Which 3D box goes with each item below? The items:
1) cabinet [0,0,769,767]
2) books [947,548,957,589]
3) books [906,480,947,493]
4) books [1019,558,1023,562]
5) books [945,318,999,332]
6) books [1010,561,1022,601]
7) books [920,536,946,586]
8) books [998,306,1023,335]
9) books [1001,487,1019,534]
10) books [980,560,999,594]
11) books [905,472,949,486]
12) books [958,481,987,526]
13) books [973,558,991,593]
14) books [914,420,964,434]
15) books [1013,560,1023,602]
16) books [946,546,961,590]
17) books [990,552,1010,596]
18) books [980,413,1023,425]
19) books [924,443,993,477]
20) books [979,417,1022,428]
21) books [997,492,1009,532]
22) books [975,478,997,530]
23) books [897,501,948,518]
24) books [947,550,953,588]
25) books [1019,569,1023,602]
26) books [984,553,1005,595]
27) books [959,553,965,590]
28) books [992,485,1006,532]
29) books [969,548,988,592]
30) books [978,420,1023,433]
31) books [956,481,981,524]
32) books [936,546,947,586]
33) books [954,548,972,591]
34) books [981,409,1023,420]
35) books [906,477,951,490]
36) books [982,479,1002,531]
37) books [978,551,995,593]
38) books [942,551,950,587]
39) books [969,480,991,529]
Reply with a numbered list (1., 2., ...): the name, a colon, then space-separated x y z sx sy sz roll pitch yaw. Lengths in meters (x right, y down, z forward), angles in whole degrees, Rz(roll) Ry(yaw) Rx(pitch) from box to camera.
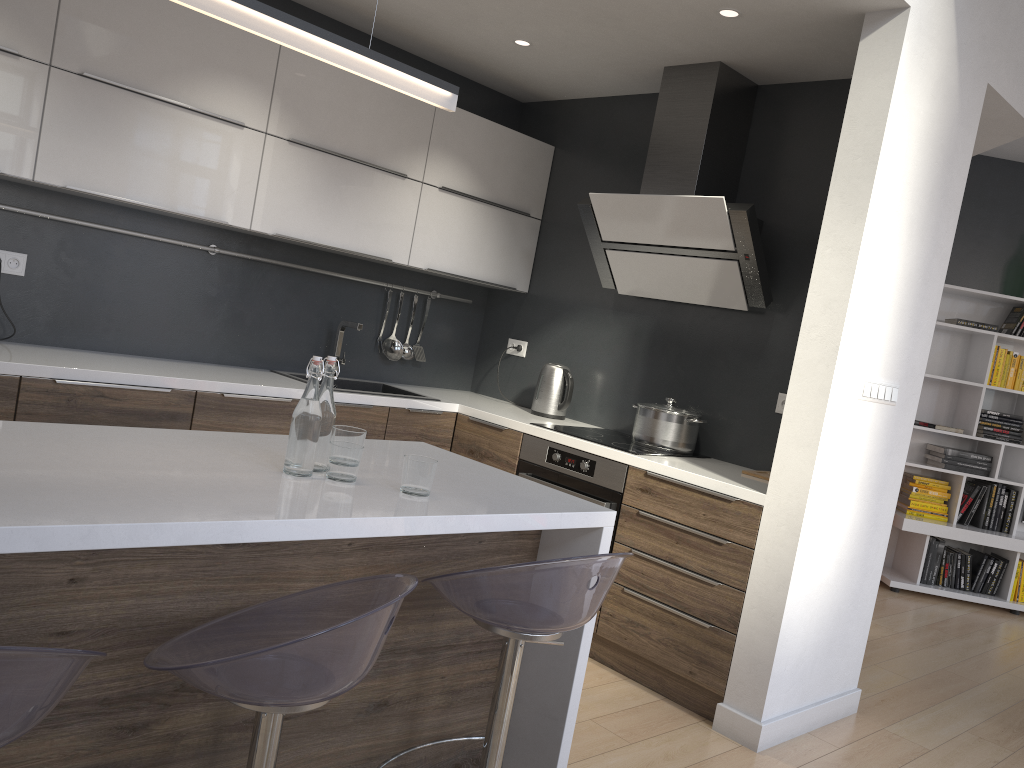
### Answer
1. cabinet: -1.003 -0.342 2.548 4.694 2.501 2.402 7 5 -45
2. books: 2.939 1.237 5.977 0.050 0.242 0.169 11 4 0
3. books: 2.840 0.701 6.081 0.238 0.023 0.167 12 4 16
4. books: 3.423 1.316 5.971 0.038 0.267 0.202 11 4 1
5. books: 3.083 -0.391 5.961 0.268 0.046 0.208 11 4 4
6. books: 3.320 1.295 5.946 0.029 0.270 0.204 11 4 0
7. books: 2.780 1.170 5.998 0.128 0.321 0.259 11 4 0
8. books: 3.375 -0.422 5.970 0.096 0.213 0.166 10 4 -1
9. books: 3.341 0.851 6.057 0.051 0.297 0.230 11 4 0
10. books: 3.182 1.280 5.987 0.071 0.243 0.179 10 4 -1
11. books: 2.848 0.652 6.098 0.234 0.024 0.171 11 4 4
12. books: 3.111 0.812 6.053 0.100 0.289 0.210 10 4 -1
13. books: 3.132 1.274 5.976 0.069 0.242 0.172 11 4 1
14. books: 2.893 0.291 6.017 0.209 0.030 0.266 10 4 -6
15. books: 3.358 1.301 5.966 0.048 0.271 0.213 11 4 0
16. books: 2.968 1.236 5.988 0.066 0.255 0.193 11 4 0
17. books: 3.254 1.285 5.999 0.066 0.260 0.197 11 4 0
18. books: 3.289 0.229 6.037 0.284 0.030 0.214 11 4 9
19. books: 3.043 0.518 6.061 0.343 0.137 0.277 11 4 0
20. books: 3.279 0.254 6.019 0.264 0.020 0.189 11 4 4
21. books: 3.300 0.855 6.057 0.028 0.272 0.200 11 4 0
22. books: 3.209 0.817 6.059 0.034 0.314 0.237 11 4 0
23. books: 2.805 0.858 6.074 0.269 0.025 0.213 11 4 3
24. books: 2.917 1.236 5.985 0.049 0.236 0.170 11 4 1
25. books: 3.393 1.313 5.972 0.066 0.258 0.198 11 4 0
26. books: 3.220 1.284 5.999 0.084 0.249 0.191 11 4 0
27. books: 2.997 1.248 5.980 0.066 0.242 0.177 11 4 0
28. books: 3.271 0.829 6.062 0.034 0.315 0.239 11 4 0
29. books: 3.112 1.259 6.003 0.066 0.260 0.197 11 4 0
30. books: 3.276 0.279 6.017 0.284 0.030 0.214 11 4 9
31. books: 3.060 0.804 6.071 0.142 0.284 0.232 11 4 0
32. books: 2.865 1.209 5.995 0.053 0.268 0.202 11 4 0
33. books: 3.032 1.250 5.983 0.083 0.249 0.191 11 4 0
34. books: 3.295 0.203 6.008 0.246 0.026 0.180 11 4 8
35. books: 2.853 0.679 6.076 0.234 0.024 0.171 11 4 4
36. books: 3.242 0.817 6.062 0.026 0.326 0.237 11 4 0
37. books: 3.157 1.270 6.000 0.075 0.254 0.192 10 4 -1
38. books: 2.893 1.230 5.992 0.053 0.240 0.189 11 4 1
39. books: 3.176 0.820 6.054 0.028 0.301 0.213 11 4 0
